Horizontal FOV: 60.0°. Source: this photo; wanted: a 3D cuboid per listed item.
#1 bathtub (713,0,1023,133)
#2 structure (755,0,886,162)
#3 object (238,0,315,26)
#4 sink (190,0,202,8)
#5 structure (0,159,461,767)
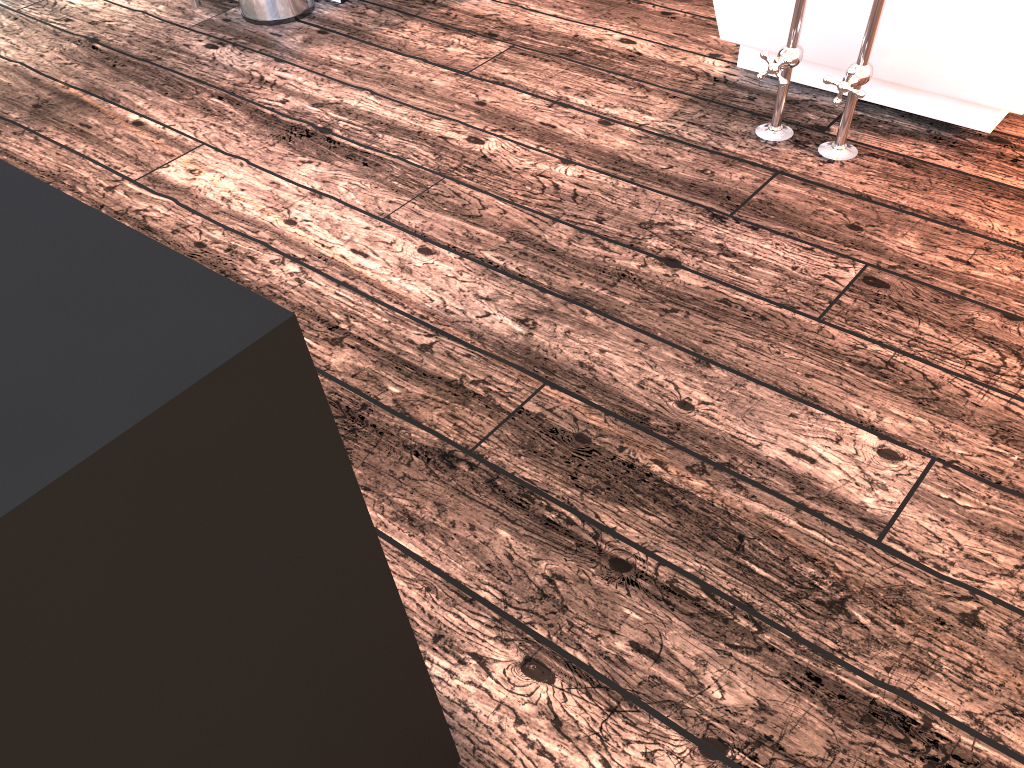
[{"bbox_3d":[1.367,-1.546,2.273,0.792,0.707,2.190,30,58,26],"label":"bathtub"},{"bbox_3d":[0.745,-1.101,1.691,0.550,1.142,0.379,-31,54,-21],"label":"structure"},{"bbox_3d":[-0.718,-1.364,2.576,0.223,0.312,0.218,0,49,5],"label":"object"},{"bbox_3d":[-1.037,-1.687,2.499,0.675,0.800,0.342,29,57,26],"label":"sink"},{"bbox_3d":[-0.676,0.302,0.791,0.863,0.878,0.791,29,57,26],"label":"structure"}]
